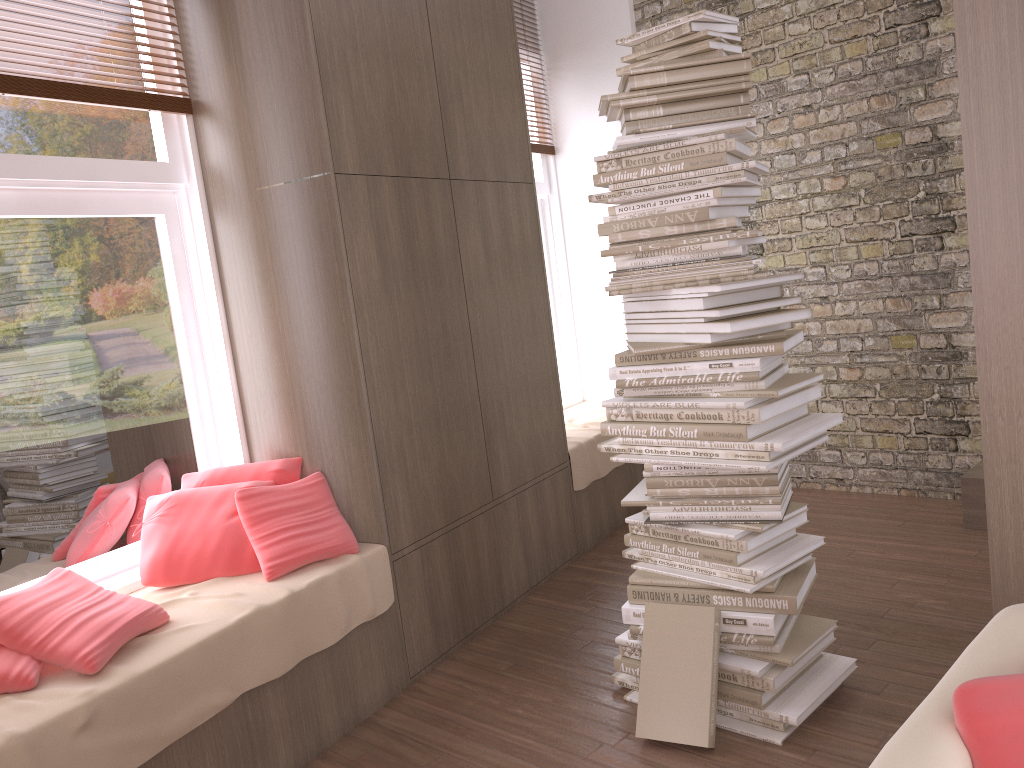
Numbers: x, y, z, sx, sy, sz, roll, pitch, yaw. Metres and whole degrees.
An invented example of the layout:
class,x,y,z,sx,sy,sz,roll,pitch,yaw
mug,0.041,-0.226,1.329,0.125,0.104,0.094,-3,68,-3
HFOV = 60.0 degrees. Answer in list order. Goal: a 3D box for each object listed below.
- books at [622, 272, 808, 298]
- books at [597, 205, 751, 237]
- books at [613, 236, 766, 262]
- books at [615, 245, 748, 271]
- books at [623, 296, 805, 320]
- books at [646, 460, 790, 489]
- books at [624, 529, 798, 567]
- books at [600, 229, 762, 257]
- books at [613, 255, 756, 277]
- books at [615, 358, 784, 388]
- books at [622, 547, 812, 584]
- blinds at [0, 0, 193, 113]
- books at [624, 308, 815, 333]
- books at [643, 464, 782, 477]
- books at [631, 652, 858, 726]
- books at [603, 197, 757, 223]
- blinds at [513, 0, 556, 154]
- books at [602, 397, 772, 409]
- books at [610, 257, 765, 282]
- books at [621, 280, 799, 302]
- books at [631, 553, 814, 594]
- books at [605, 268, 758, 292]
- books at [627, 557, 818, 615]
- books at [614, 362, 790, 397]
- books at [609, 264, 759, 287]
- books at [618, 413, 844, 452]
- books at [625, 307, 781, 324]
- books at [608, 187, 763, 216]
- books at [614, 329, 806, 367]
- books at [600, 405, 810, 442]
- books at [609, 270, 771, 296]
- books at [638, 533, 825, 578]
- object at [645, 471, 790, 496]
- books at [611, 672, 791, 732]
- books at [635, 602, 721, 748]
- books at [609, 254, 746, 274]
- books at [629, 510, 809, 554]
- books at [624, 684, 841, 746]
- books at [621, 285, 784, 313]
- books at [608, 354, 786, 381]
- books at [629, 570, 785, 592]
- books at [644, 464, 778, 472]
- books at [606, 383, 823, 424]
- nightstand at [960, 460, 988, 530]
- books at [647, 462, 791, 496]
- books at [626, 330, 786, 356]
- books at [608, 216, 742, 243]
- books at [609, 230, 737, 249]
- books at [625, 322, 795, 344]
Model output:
class,x,y,z,sx,sy,sz,roll,pitch,yaw
books,0.613,-0.305,2.758,0.326,0.018,0.500,-11,8,-26
books,0.509,-0.514,2.790,0.379,0.039,0.297,-2,9,39
books,0.558,-0.423,2.777,0.388,0.020,0.287,-2,9,39
books,0.544,-0.400,2.805,0.379,0.028,0.297,-5,7,19
books,0.617,-0.237,2.773,0.323,0.020,0.484,-11,8,-26
books,0.656,0.270,2.804,0.396,0.033,0.310,-4,7,24
books,0.637,0.487,2.863,0.339,0.038,0.432,-13,9,-40
books,0.536,-0.439,2.774,0.467,0.020,0.283,-5,7,19
books,0.550,-0.372,2.786,0.412,0.011,0.308,-5,7,19
books,0.596,-0.038,2.801,0.442,0.025,0.346,-4,8,29
books,0.655,0.540,2.867,0.330,0.023,0.506,-13,9,-40
blinds,-1.561,-1.411,2.525,0.042,1.138,1.373,-3,8,31
books,0.628,-0.195,2.758,0.317,0.030,0.524,-11,8,-26
books,0.650,0.243,2.808,0.405,0.018,0.300,-4,7,24
books,0.733,0.912,2.819,0.566,0.025,0.423,-1,9,44
books,0.526,-0.544,2.776,0.388,0.020,0.287,-2,9,39
blinds,-0.152,-1.882,4.911,0.042,1.138,1.373,-3,8,31
books,0.610,0.030,2.834,0.510,0.020,0.399,-1,9,44
books,0.557,-0.359,2.777,0.446,0.012,0.291,-5,7,19
books,0.610,-0.293,2.789,0.345,0.010,0.443,-11,8,-26
books,0.663,0.564,2.822,0.350,0.013,0.448,-13,9,-40
books,0.540,-0.331,2.794,0.444,0.015,0.279,-5,7,19
books,0.670,0.624,2.815,0.518,0.057,0.341,-4,8,29
books,0.612,-0.015,2.837,0.469,0.028,0.368,-4,8,29
books,0.547,-0.346,2.789,0.432,0.013,0.288,-5,7,19
books,0.688,0.143,2.808,0.566,0.025,0.423,-1,9,44
books,0.590,-0.218,2.800,0.294,0.013,0.413,-11,8,-26
books,0.538,-0.567,2.754,0.379,0.028,0.297,-2,9,39
books,0.629,-0.115,2.806,0.518,0.038,0.341,-4,8,29
books,0.616,0.110,2.846,0.522,0.046,0.410,-1,9,44
books,0.560,-0.316,2.771,0.469,0.015,0.267,-5,7,19
books,0.694,0.515,2.826,0.350,0.021,0.468,-13,9,-40
object,0.655,0.316,2.815,0.413,0.008,0.243,-4,7,24
books,0.683,0.942,2.864,0.612,0.028,0.399,-1,9,44
books,0.491,0.847,2.600,0.218,0.363,0.246,-4,8,29
books,0.531,-0.381,2.802,0.395,0.007,0.308,-5,7,19
books,0.661,0.445,2.858,0.348,0.038,0.448,-13,9,-40
books,0.698,0.971,2.811,0.542,0.016,0.423,-1,9,44
books,0.591,-0.266,2.796,0.308,0.036,0.417,-11,8,-26
books,0.593,-0.072,2.820,0.469,0.038,0.364,-4,8,29
books,0.651,0.580,2.849,0.450,0.022,0.364,-4,8,29
books,0.649,0.222,2.798,0.396,0.024,0.310,-4,7,24
books,0.645,0.059,2.843,0.542,0.046,0.421,-1,9,44
nightstand,2.426,0.499,3.910,0.707,0.240,0.400,-1,9,44
books,0.659,0.299,2.808,0.396,0.024,0.310,-4,7,24
books,0.600,-0.144,2.828,0.450,0.022,0.364,-7,7,4
books,0.519,-0.481,2.783,0.379,0.028,0.297,-5,7,19
books,0.510,-0.452,2.783,0.368,0.009,0.262,-5,7,19
books,0.614,-0.168,2.803,0.322,0.030,0.435,-11,8,-26
